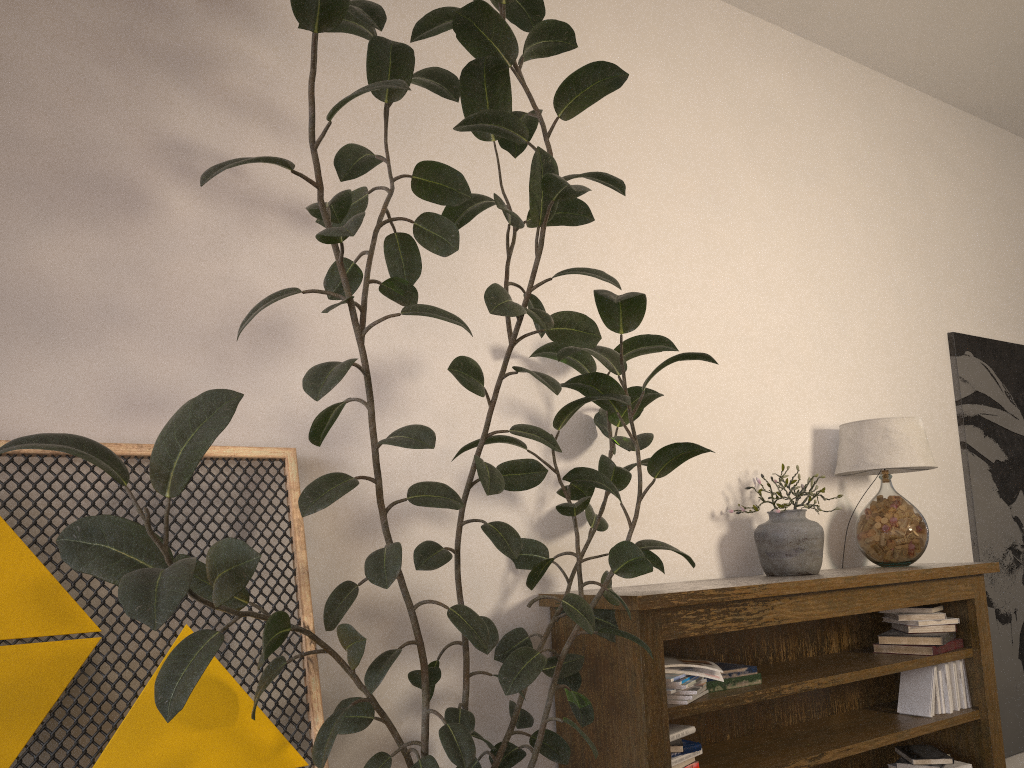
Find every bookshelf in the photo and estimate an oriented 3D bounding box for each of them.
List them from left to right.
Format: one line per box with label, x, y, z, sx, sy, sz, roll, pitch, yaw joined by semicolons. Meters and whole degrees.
bookshelf;1.026;1.252;3.039;1.921;1.163;0.453;4;-10;-35

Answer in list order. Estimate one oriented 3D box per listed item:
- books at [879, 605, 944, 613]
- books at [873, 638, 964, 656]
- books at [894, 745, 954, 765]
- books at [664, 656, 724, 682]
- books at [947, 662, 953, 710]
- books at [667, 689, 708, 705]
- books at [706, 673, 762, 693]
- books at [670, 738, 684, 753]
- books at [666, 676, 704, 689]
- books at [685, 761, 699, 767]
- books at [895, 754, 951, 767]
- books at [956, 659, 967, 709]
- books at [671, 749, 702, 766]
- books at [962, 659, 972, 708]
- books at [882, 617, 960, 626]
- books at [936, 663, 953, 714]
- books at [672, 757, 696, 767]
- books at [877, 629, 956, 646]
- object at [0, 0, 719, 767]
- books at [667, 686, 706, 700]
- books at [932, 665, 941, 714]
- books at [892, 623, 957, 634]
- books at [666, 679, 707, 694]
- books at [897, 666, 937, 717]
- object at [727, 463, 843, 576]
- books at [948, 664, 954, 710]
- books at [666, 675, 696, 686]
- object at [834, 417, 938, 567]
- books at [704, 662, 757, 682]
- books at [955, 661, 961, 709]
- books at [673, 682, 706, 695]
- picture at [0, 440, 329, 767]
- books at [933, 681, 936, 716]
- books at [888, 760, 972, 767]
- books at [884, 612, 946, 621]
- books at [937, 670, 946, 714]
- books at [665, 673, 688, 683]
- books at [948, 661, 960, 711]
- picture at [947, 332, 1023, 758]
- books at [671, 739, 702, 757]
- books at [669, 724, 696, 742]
books;1.589;0.895;3.526;0.206;0.022;0.155;-12;-14;39
books;1.585;1.020;3.452;0.286;0.034;0.231;7;-14;-42
books;1.554;1.401;3.349;0.147;0.023;0.223;-4;-11;6
books;0.493;0.884;2.792;0.273;0.108;0.325;-3;-10;0
books;1.635;1.171;3.440;0.015;0.187;0.136;2;-10;-35
books;0.469;0.952;2.734;0.253;0.011;0.320;-8;-12;28
books;0.650;0.955;2.852;0.243;0.033;0.181;4;-12;-32
books;0.442;1.090;2.703;0.147;0.023;0.223;-4;-11;6
books;0.460;0.911;2.744;0.253;0.011;0.320;-8;-12;26
books;0.446;1.177;2.703;0.159;0.021;0.225;-11;-14;39
books;1.552;1.423;3.339;0.155;0.022;0.206;-10;-13;34
books;1.718;1.178;3.500;0.018;0.187;0.137;2;-10;-35
books;0.443;1.134;2.700;0.175;0.019;0.244;-11;-14;39
books;1.739;1.179;3.513;0.031;0.188;0.136;3;-10;-35
books;1.617;0.937;3.515;0.174;0.019;0.246;-1;-11;-10
books;1.624;1.169;3.425;0.018;0.187;0.137;2;-10;-35
books;0.448;1.154;2.701;0.155;0.022;0.206;-10;-13;34
books;3.932;-2.462;3.646;5.394;6.659;0.363;-4;-8;6
object;-0.055;0.117;2.145;0.911;3.176;2.020;-8;-10;32
books;0.472;0.943;2.745;0.253;0.011;0.320;-8;-12;24
books;1.580;1.171;3.423;0.018;0.187;0.137;2;-10;-35
books;1.625;0.959;3.507;0.179;0.029;0.227;-4;-11;7
books;0.449;0.920;2.732;0.253;0.011;0.320;-11;-13;36
books;1.544;1.166;3.377;0.078;0.181;0.136;3;-10;-35
object;0.996;0.490;3.229;0.387;0.409;0.276;-9;-10;33
books;1.651;1.176;3.472;0.018;0.187;0.137;2;-10;-35
books;0.441;0.900;2.740;0.253;0.011;0.320;-8;-12;26
object;1.515;0.443;3.573;0.390;0.578;0.392;-7;-9;24
books;0.645;0.925;2.847;0.227;0.023;0.167;4;-12;-31
books;1.694;1.180;3.502;0.018;0.187;0.137;2;-10;-35
books;0.479;0.935;2.762;0.253;0.011;0.320;-7;-11;21
picture;-1.044;0.875;1.642;1.499;1.593;0.389;4;-10;-35
books;1.560;1.180;3.387;0.056;0.156;0.121;3;-10;-35
books;1.572;1.444;3.334;0.243;0.023;0.176;2;-12;-25
books;1.595;0.916;3.517;0.175;0.023;0.245;-5;-11;10
books;1.607;1.183;3.420;0.016;0.158;0.121;2;-10;-35
books;0.433;0.890;2.738;0.253;0.011;0.320;-9;-12;31
books;1.674;1.174;3.468;0.015;0.187;0.136;2;-10;-35
picture;2.720;0.782;4.594;1.234;2.013;0.033;3;-10;-35
books;0.437;1.112;2.696;0.232;0.022;0.164;4;-13;-34
books;0.443;1.070;2.712;0.155;0.020;0.206;-11;-14;39
